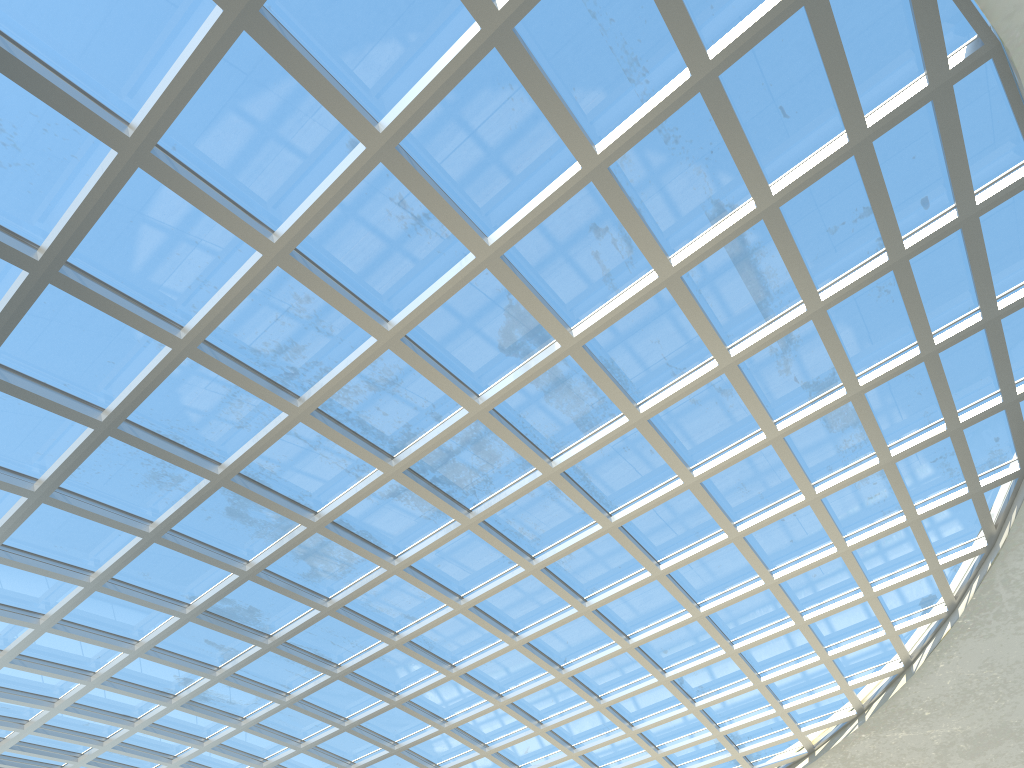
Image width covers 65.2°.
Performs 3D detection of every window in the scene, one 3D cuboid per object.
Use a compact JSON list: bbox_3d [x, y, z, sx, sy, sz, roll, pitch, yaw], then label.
[{"bbox_3d":[-9.330,18.541,49.431,84.653,9.248,89.214,-30,-50,25],"label":"window"}]
